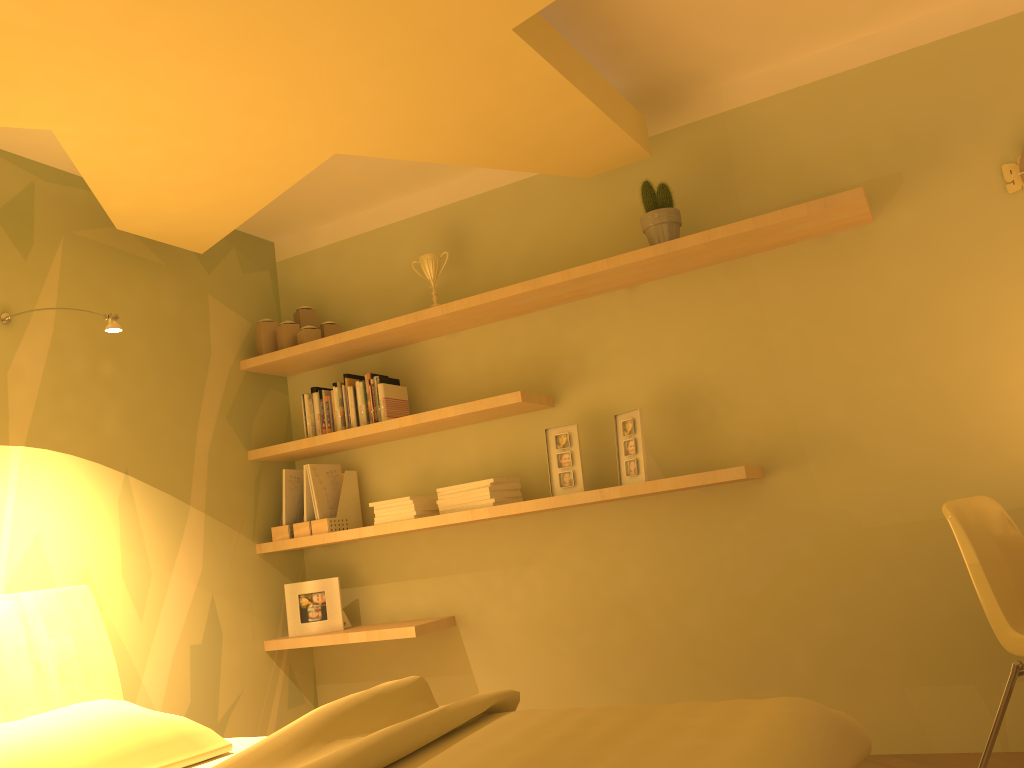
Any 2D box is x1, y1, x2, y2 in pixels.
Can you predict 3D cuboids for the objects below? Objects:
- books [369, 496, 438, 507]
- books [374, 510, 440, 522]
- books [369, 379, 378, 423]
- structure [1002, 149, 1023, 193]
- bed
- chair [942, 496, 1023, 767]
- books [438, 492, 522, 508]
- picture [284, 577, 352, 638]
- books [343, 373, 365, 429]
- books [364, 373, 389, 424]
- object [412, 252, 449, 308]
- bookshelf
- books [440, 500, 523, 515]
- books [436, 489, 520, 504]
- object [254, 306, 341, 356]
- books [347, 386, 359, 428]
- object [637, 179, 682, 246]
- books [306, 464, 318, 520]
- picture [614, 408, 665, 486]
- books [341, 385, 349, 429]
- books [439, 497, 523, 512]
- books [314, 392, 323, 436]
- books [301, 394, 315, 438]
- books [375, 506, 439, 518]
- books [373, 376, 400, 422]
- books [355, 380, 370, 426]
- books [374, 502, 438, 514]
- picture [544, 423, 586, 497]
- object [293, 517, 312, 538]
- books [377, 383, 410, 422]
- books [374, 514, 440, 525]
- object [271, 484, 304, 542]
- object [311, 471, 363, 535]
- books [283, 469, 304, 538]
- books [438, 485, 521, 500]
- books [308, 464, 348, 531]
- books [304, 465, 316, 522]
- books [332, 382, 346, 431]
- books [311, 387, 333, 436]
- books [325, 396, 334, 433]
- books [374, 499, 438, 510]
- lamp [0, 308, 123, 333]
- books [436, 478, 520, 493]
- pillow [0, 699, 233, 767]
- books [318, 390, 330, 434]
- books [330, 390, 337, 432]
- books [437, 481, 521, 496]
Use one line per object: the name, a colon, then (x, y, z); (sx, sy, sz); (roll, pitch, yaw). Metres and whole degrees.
books: (-0.427, 0.476, 3.606); (0.190, 0.015, 0.270); (-12, -11, 23)
books: (-0.405, 0.534, 3.600); (0.190, 0.015, 0.270); (-12, -11, 22)
books: (-0.538, 0.083, 3.708); (0.022, 0.198, 0.157); (-13, -11, 25)
structure: (1.748, -0.696, 2.784); (0.360, 0.432, 0.027); (-13, -11, 25)
bed: (-0.565, 0.822, 1.917); (2.378, 0.894, 1.286); (-13, -11, 25)
chair: (1.404, 0.654, 2.215); (0.531, 0.785, 0.546); (2, -14, -43)
books: (-0.126, 0.453, 3.452); (0.270, 0.015, 0.190); (-16, -13, 37)
picture: (-0.825, 0.940, 3.751); (0.247, 0.219, 0.131); (-9, -10, 3)
books: (-0.652, 0.084, 3.766); (0.021, 0.247, 0.157); (-13, -11, 25)
books: (-0.560, 0.075, 3.731); (0.032, 0.229, 0.138); (-13, -11, 25)
object: (-0.324, -0.400, 3.669); (0.160, 0.268, 0.095); (-7, -10, -4)
bookshelf: (0.105, 0.259, 3.366); (2.605, 1.240, 0.300); (-13, -11, 25)
books: (-0.119, 0.483, 3.456); (0.270, 0.015, 0.190); (-15, -12, 36)
books: (-0.132, 0.439, 3.459); (0.270, 0.015, 0.190); (-15, -12, 36)
object: (-0.955, -0.242, 3.948); (0.349, 0.229, 0.234); (-13, -11, 26)
books: (-0.628, 0.109, 3.742); (0.032, 0.184, 0.173); (-13, -11, 25)
object: (0.534, -0.617, 3.208); (0.145, 0.294, 0.145); (-9, -10, 7)
books: (-0.782, 0.489, 3.783); (0.036, 0.296, 0.210); (-13, -11, 25)
picture: (0.472, 0.227, 3.195); (0.171, 0.264, 0.134); (0, -13, -37)
books: (-0.666, 0.110, 3.772); (0.017, 0.203, 0.155); (-13, -11, 25)
books: (-0.121, 0.469, 3.458); (0.270, 0.015, 0.190); (-14, -12, 33)
books: (-0.791, 0.141, 3.831); (0.022, 0.198, 0.157); (-13, -11, 25)
books: (-0.847, 0.151, 3.858); (0.040, 0.203, 0.157); (-13, -11, 25)
books: (-0.398, 0.518, 3.602); (0.190, 0.015, 0.270); (-13, -11, 26)
books: (-0.515, 0.075, 3.697); (0.032, 0.203, 0.157); (-13, -11, 25)
books: (-0.594, 0.093, 3.736); (0.040, 0.203, 0.157); (-13, -11, 25)
books: (-0.404, 0.503, 3.600); (0.190, 0.015, 0.270); (-13, -11, 25)
picture: (0.224, 0.291, 3.361); (0.134, 0.264, 0.171); (-13, -11, 25)
object: (-0.836, 0.522, 3.812); (0.087, 0.259, 0.236); (-13, -11, 25)
books: (-0.489, 0.087, 3.671); (0.032, 0.163, 0.178); (-13, -11, 25)
books: (-0.403, 0.548, 3.597); (0.190, 0.015, 0.270); (-13, -11, 25)
object: (-0.948, 0.547, 3.866); (0.087, 0.259, 0.236); (-12, -11, 20)
object: (-0.752, 0.503, 3.771); (0.087, 0.259, 0.236); (-13, -11, 25)
books: (-0.930, 0.523, 3.859); (0.048, 0.297, 0.214); (-12, -11, 20)
books: (-0.127, 0.423, 3.458); (0.270, 0.015, 0.190); (-16, -13, 38)
books: (-0.772, 0.487, 3.783); (0.043, 0.296, 0.210); (-13, -11, 25)
books: (-0.820, 0.498, 3.804); (0.048, 0.297, 0.214); (-13, -11, 25)
books: (-0.693, 0.108, 3.780); (0.038, 0.217, 0.166); (-13, -11, 25)
books: (-0.813, 0.132, 3.854); (0.032, 0.229, 0.138); (-13, -11, 25)
books: (-0.742, 0.142, 3.806); (0.021, 0.172, 0.157); (-13, -11, 25)
books: (-0.404, 0.489, 3.609); (0.190, 0.015, 0.270); (-13, -11, 27)
lamp: (-1.439, -0.202, 2.821); (0.533, 0.178, 0.050); (-13, -11, 25)
books: (-0.131, 0.395, 3.471); (0.270, 0.015, 0.190); (-14, -12, 31)
pillow: (-1.176, 0.947, 2.226); (0.482, 0.213, 0.801); (-15, -12, 35)
books: (-0.768, 0.133, 3.820); (0.032, 0.203, 0.157); (-13, -11, 25)
books: (-0.718, 0.128, 3.801); (0.032, 0.193, 0.146); (-13, -11, 25)
books: (-0.130, 0.413, 3.482); (0.270, 0.015, 0.190); (-15, -12, 36)
